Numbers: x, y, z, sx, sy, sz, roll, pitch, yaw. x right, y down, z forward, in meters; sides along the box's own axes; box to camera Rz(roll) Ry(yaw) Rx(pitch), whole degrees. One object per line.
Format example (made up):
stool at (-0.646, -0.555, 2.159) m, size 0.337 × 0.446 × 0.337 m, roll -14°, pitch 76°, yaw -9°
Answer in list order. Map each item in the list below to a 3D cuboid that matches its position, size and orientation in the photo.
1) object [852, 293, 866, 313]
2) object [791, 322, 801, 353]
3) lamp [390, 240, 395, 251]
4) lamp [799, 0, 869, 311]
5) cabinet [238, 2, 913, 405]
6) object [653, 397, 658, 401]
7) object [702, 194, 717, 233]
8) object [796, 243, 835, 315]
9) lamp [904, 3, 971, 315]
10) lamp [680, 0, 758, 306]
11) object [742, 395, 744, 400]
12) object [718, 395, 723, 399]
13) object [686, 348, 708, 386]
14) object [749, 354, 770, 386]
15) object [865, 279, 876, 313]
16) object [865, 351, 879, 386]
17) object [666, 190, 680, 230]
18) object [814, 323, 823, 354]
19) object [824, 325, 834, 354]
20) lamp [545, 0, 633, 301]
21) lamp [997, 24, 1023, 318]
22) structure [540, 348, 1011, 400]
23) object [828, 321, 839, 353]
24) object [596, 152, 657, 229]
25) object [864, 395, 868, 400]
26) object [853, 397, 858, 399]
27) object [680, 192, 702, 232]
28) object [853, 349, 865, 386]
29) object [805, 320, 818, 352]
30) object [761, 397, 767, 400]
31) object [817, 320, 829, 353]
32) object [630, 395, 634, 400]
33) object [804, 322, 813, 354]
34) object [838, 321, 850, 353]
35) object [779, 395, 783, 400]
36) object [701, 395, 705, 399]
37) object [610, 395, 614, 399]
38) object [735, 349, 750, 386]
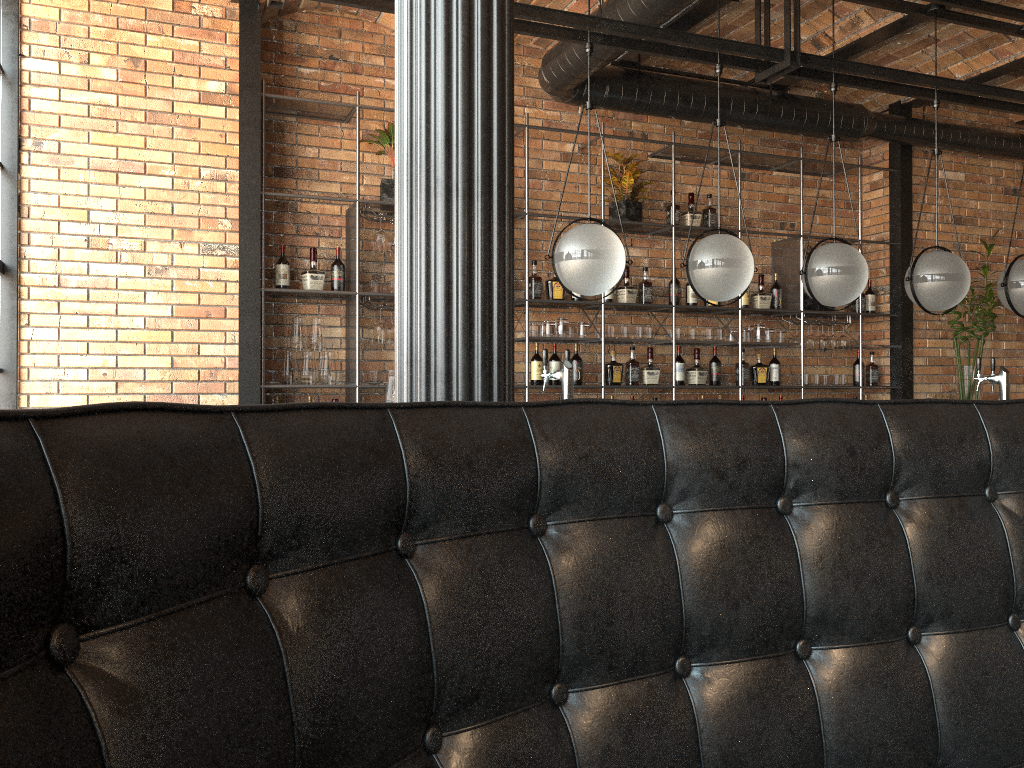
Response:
object at (2.778, -0.692, 7.105) m, size 0.083 × 0.282 × 0.083 m, roll 0°, pitch -1°, yaw -7°
object at (2.239, -0.365, 6.965) m, size 0.092 × 0.244 × 0.092 m, roll 0°, pitch -1°, yaw 17°
lamp at (-0.313, -1.274, 3.940) m, size 0.340 × 1.754 × 0.340 m, roll 0°, pitch -1°, yaw 24°
lamp at (1.728, -1.269, 4.758) m, size 0.340 × 1.754 × 0.340 m, roll 0°, pitch -1°, yaw 24°
cabinet at (-0.093, -0.553, 5.911) m, size 7.075 × 3.779 × 0.564 m, roll 0°, pitch -1°, yaw -22°
object at (1.032, 0.237, 6.396) m, size 0.083 × 0.282 × 0.083 m, roll 0°, pitch -1°, yaw -37°
object at (1.466, -1.269, 6.585) m, size 0.083 × 0.282 × 0.083 m, roll 0°, pitch -1°, yaw -37°
object at (2.442, -0.831, 6.934) m, size 0.398 × 0.560 × 0.374 m, roll -1°, pitch -1°, yaw 40°
lamp at (2.408, -1.267, 5.031) m, size 0.340 × 1.754 × 0.340 m, roll 0°, pitch -1°, yaw 24°
lamp at (1.047, -1.271, 4.486) m, size 0.340 × 1.754 × 0.340 m, roll 0°, pitch -1°, yaw 24°
object at (1.739, 0.231, 6.687) m, size 0.086 × 0.298 × 0.086 m, roll 0°, pitch -1°, yaw 27°
object at (1.553, 0.232, 6.604) m, size 0.080 × 0.299 × 0.080 m, roll 0°, pitch -1°, yaw -19°
object at (1.359, -0.123, 6.516) m, size 0.123 × 0.279 × 0.123 m, roll 0°, pitch -1°, yaw -33°
object at (1.879, -0.106, 6.738) m, size 0.151 × 0.248 × 0.094 m, roll 0°, pitch -1°, yaw -13°
object at (2.898, -0.700, 7.183) m, size 0.086 × 0.298 × 0.086 m, roll 0°, pitch -1°, yaw 32°
object at (2.904, -0.121, 7.150) m, size 0.083 × 0.282 × 0.083 m, roll 0°, pitch -1°, yaw -12°
object at (1.175, -1.270, 6.469) m, size 0.083 × 0.282 × 0.083 m, roll 0°, pitch -1°, yaw -22°
object at (2.433, -0.364, 7.043) m, size 0.092 × 0.244 × 0.092 m, roll 0°, pitch -1°, yaw 17°
object at (2.529, -0.364, 7.081) m, size 0.092 × 0.244 × 0.092 m, roll 0°, pitch -1°, yaw 17°
lamp at (0.367, -1.273, 4.213) m, size 0.340 × 1.754 × 0.340 m, roll 0°, pitch -1°, yaw 24°
lamp at (3.088, -1.265, 5.303) m, size 0.340 × 1.754 × 0.340 m, roll 0°, pitch -1°, yaw 24°
structure at (1.599, 0.552, 5.351) m, size 5.346 × 1.430 × 1.930 m, roll 0°, pitch -1°, yaw -22°
object at (2.494, -0.366, 6.890) m, size 0.092 × 0.244 × 0.092 m, roll 0°, pitch -1°, yaw 17°
object at (0.800, -1.392, 6.359) m, size 0.425 × 0.526 × 0.430 m, roll 0°, pitch -1°, yaw -20°
object at (2.852, 0.235, 7.140) m, size 0.086 × 0.298 × 0.086 m, roll 0°, pitch -1°, yaw 27°
object at (2.741, 0.242, 7.080) m, size 0.083 × 0.282 × 0.083 m, roll 0°, pitch -1°, yaw -37°
object at (1.319, -1.267, 6.528) m, size 0.123 × 0.279 × 0.123 m, roll 0°, pitch -1°, yaw -18°
object at (2.777, -0.130, 7.102) m, size 0.086 × 0.299 × 0.086 m, roll 0°, pitch -1°, yaw 27°
object at (2.300, -0.366, 6.812) m, size 0.092 × 0.244 × 0.092 m, roll 0°, pitch -1°, yaw 17°
object at (1.915, 0.242, 6.735) m, size 0.123 × 0.279 × 0.123 m, roll 0°, pitch -1°, yaw -33°
object at (2.402, -0.366, 6.853) m, size 0.092 × 0.244 × 0.092 m, roll 0°, pitch -1°, yaw 17°
object at (0.860, 0.228, 6.335) m, size 0.086 × 0.298 × 0.086 m, roll 0°, pitch -1°, yaw 27°
object at (2.341, -0.364, 7.006) m, size 0.092 × 0.244 × 0.092 m, roll 0°, pitch -1°, yaw 17°
object at (2.591, -0.365, 6.928) m, size 0.092 × 0.244 × 0.092 m, roll 0°, pitch -1°, yaw 17°
object at (2.066, 0.231, 6.814) m, size 0.086 × 0.299 × 0.086 m, roll 0°, pitch -1°, yaw 27°
object at (1.412, 0.231, 6.563) m, size 0.086 × 0.298 × 0.086 m, roll 0°, pitch -1°, yaw 27°
object at (0.704, 0.228, 6.237) m, size 0.086 × 0.297 × 0.086 m, roll 0°, pitch -1°, yaw 12°
object at (1.737, -0.124, 6.682) m, size 0.083 × 0.282 × 0.083 m, roll 0°, pitch -1°, yaw -37°
